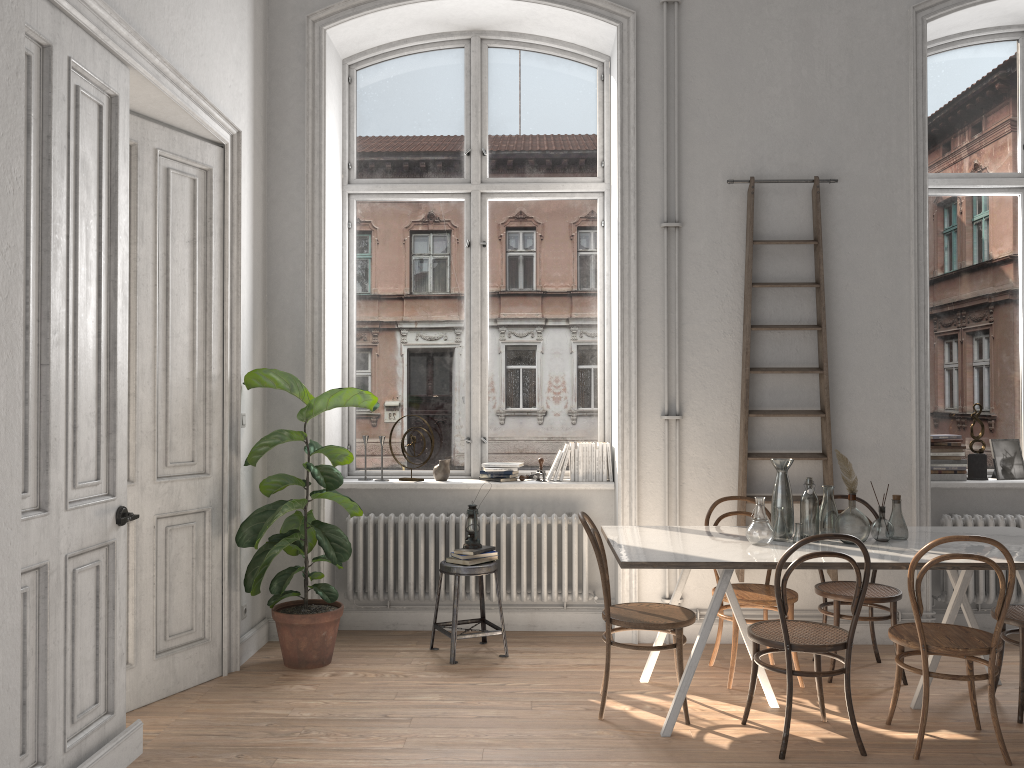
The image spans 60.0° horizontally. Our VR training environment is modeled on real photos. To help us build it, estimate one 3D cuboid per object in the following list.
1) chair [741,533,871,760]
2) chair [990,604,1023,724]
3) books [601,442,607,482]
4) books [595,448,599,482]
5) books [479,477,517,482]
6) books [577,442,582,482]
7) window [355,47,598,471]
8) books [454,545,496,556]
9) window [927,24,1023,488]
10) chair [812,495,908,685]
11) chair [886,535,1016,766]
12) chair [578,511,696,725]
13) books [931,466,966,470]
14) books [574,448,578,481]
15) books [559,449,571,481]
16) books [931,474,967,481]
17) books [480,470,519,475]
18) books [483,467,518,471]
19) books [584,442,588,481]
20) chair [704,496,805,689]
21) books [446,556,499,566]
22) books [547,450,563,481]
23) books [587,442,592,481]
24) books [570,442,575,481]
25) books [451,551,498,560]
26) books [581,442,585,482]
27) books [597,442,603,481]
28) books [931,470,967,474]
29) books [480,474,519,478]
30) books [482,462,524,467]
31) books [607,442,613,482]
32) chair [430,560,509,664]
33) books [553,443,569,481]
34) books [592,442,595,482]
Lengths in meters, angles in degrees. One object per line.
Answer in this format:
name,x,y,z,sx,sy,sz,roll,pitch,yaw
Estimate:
chair,1.243,1.059,3.772,0.438,0.920,0.549,0,-1,-3
chair,2.537,1.066,4.127,0.549,0.920,0.438,0,-1,14
books,0.592,0.500,5.716,0.024,0.243,0.175,0,-1,1
books,0.544,0.519,5.716,0.020,0.205,0.155,0,-1,1
books,-0.087,0.612,5.718,0.147,0.023,0.221,1,-2,-40
books,0.436,0.500,5.708,0.024,0.243,0.175,0,-1,1
window,-0.237,-0.841,5.920,1.622,2.842,0.013,0,-1,1
books,-0.218,0.967,5.166,0.147,0.027,0.221,-1,-2,34
window,9.780,-5.131,8.736,14.385,15.933,26.402,0,-1,1
chair,1.848,1.083,4.776,0.438,0.920,0.549,0,-1,8
chair,1.827,1.057,3.722,0.438,0.920,0.549,0,-1,12
chair,0.590,1.070,4.197,0.549,0.920,0.438,0,-1,10
books,2.720,0.531,5.637,0.249,0.023,0.175,0,-1,2
books,0.415,0.519,5.719,0.020,0.205,0.155,0,-1,1
books,0.341,0.520,5.721,0.072,0.203,0.155,0,-1,1
books,2.718,0.587,5.637,0.248,0.043,0.192,0,-1,1
books,-0.079,0.567,5.714,0.221,0.023,0.147,0,-1,17
books,-0.077,0.546,5.703,0.205,0.020,0.155,0,-1,-9
books,0.479,0.501,5.734,0.019,0.243,0.174,0,-1,1
chair,1.273,1.082,4.711,0.438,0.920,0.549,0,-1,-1
books,-0.231,1.016,5.161,0.194,0.034,0.246,-1,-2,42
books,0.277,0.524,5.725,0.105,0.194,0.155,0,-1,0
books,0.500,0.501,5.738,0.024,0.243,0.175,0,-1,1
books,0.389,0.501,5.741,0.024,0.243,0.175,0,-1,1
books,-0.219,0.990,5.165,0.232,0.029,0.163,1,-2,-28
books,0.459,0.500,5.717,0.019,0.243,0.174,0,-1,1
books,0.567,0.501,5.736,0.024,0.243,0.175,0,-1,1
books,2.720,0.554,5.637,0.249,0.023,0.175,0,-1,-3
books,-0.081,0.589,5.715,0.205,0.022,0.155,-1,-1,21
books,-0.057,0.521,5.723,0.244,0.019,0.174,0,-1,11
books,0.623,0.500,5.713,0.040,0.244,0.174,0,-1,1
chair,-0.249,1.290,5.124,0.364,0.522,0.360,0,-1,-25
books,0.316,0.504,5.720,0.100,0.235,0.174,0,-1,1
books,0.521,0.500,5.715,0.019,0.243,0.174,0,-1,1
